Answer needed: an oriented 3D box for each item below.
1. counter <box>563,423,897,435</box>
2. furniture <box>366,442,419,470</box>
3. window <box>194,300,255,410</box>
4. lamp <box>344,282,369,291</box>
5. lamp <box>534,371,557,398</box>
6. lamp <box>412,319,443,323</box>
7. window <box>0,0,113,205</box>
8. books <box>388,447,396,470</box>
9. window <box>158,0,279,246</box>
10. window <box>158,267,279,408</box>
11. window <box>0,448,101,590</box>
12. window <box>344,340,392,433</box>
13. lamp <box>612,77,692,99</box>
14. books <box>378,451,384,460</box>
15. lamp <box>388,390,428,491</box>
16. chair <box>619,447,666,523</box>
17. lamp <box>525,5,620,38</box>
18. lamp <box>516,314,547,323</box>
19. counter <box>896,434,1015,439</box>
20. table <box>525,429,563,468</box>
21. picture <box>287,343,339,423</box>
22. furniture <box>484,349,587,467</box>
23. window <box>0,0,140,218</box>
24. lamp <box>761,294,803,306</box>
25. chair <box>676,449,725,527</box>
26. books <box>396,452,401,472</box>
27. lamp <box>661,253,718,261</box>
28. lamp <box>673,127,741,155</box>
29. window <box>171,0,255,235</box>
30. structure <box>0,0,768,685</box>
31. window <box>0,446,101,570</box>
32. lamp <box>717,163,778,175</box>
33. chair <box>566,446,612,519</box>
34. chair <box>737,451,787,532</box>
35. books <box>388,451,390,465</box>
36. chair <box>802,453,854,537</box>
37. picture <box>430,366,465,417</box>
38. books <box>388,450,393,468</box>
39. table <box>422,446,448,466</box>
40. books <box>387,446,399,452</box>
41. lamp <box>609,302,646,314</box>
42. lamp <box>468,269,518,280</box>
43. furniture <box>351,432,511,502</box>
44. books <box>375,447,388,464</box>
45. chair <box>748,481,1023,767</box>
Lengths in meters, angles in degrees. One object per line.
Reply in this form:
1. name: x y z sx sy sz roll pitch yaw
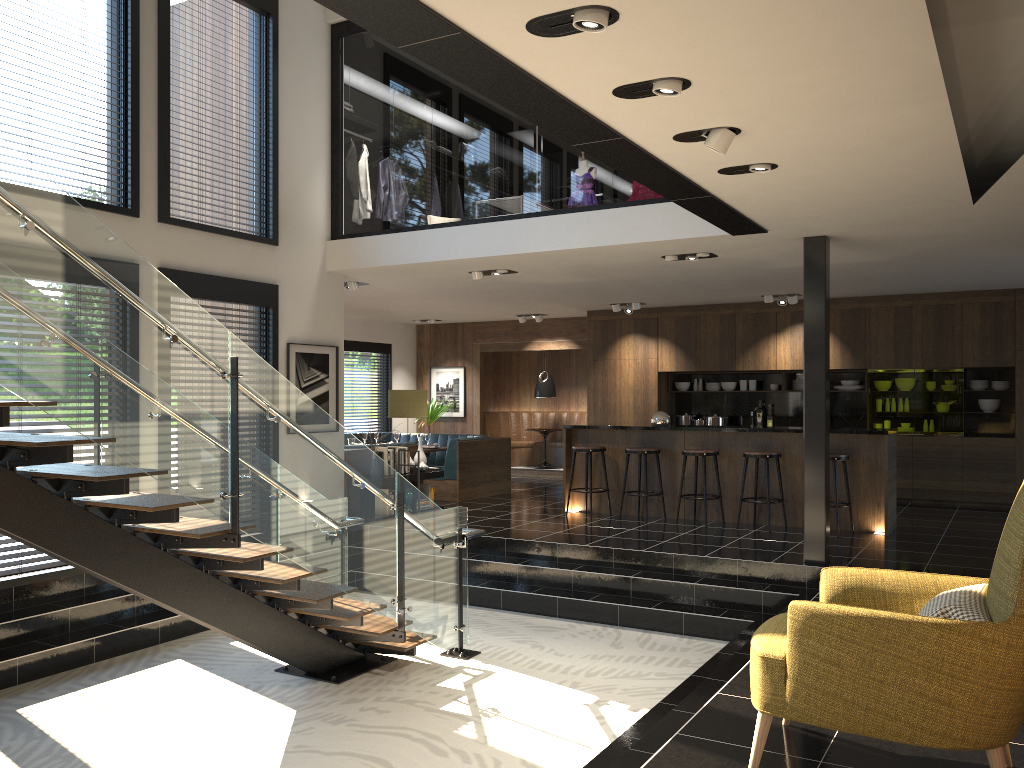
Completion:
1. counter: 2.324 0.497 9.915 3.573 0.041 0.698 0 -1 30
2. furniture: -2.591 1.113 10.842 2.609 0.822 1.365 0 -1 30
3. window: -2.847 0.257 8.239 0.005 2.297 1.221 0 0 30
4. lamp: -1.944 -1.202 10.434 0.501 0.248 0.349 0 -1 30
5. lamp: 0.575 -0.245 15.299 0.389 0.974 0.389 0 0 -17
6. lamp: -1.474 -1.151 15.441 0.501 0.213 0.349 0 -1 30
7. window: -3.633 -2.617 6.862 0.005 2.297 1.221 0 0 30
8. books: -1.380 0.864 10.002 0.169 0.298 0.032 0 0 30
9. window: -2.789 -2.599 8.197 0.358 2.475 1.393 0 0 30
10. window: -2.789 0.256 8.197 0.358 2.475 1.393 0 0 30
11. window: -3.605 0.237 6.768 0.358 2.475 1.498 0 0 30
12. window: -2.639 0.430 15.169 0.312 2.373 1.505 0 0 30
13. lamp: 0.595 -1.311 3.792 0.346 0.177 0.195 0 -1 30
14. books: -1.491 0.879 9.829 0.156 0.263 0.026 0 0 30
15. lamp: -1.213 0.786 9.577 0.637 1.445 0.437 0 0 -35
16. chair: 1.459 1.116 9.896 0.412 0.799 0.412 0 0 39
17. lamp: 0.211 -1.321 3.118 0.346 0.177 0.195 0 -1 30
18. lamp: 0.326 -1.132 14.414 0.501 0.280 0.349 0 -1 30
19. counter: 4.372 0.686 12.357 4.591 0.005 0.862 0 -1 30
20. table: 0.571 1.104 15.316 0.702 0.644 0.702 0 0 4
21. picture: -2.046 0.050 9.142 0.028 0.911 0.748 0 0 30
22. furniture: 0.798 0.296 15.721 2.638 2.335 1.174 0 0 29
23. window: -3.575 -2.617 6.820 0.358 2.475 1.393 0 0 30
24. lamp: 3.536 -1.170 11.626 0.501 0.280 0.349 0 -1 30
25. chair: 2.032 1.112 9.569 0.412 0.799 0.412 0 0 39
26. books: -1.345 0.886 10.014 0.202 0.255 0.025 0 0 30
27. lamp: 1.675 -1.258 8.367 0.501 0.194 0.349 0 -1 30
28. lamp: 0.980 -1.267 4.465 0.346 0.247 0.195 0 0 30
29. window: -2.847 -2.598 8.239 0.005 2.297 1.221 0 0 30
30. structure: -1.023 -0.042 4.600 3.447 4.868 7.280 0 -1 29
31. window: -3.662 0.237 6.810 0.005 2.297 1.313 0 0 30
32. lamp: 1.365 -1.303 5.139 0.346 0.158 0.195 0 -1 30
33. chair: 0.885 1.121 10.224 0.412 0.799 0.412 0 0 39
34. chair: 2.605 1.107 9.242 0.412 0.799 0.412 0 0 39
35. books: -1.439 0.880 9.872 0.173 0.262 0.030 0 0 30
36. chair: 3.178 1.103 8.914 0.412 0.799 0.412 0 0 39
37. picture: -1.167 0.143 15.988 0.748 0.911 0.028 0 0 30
38. books: -1.405 0.874 9.916 0.160 0.276 0.030 0 0 30
39. table: -1.626 1.217 12.469 1.538 0.661 0.822 0 -1 30
40. books: -1.347 0.861 10.048 0.155 0.306 0.032 0 0 30
41. lamp: 1.661 -1.148 12.696 0.501 0.294 0.349 0 -1 30
42. lamp: -0.199 -1.225 9.437 0.501 0.231 0.349 0 -1 30
43. furniture: -1.483 1.139 12.701 2.609 0.822 1.365 0 -1 30
44. books: -1.446 0.855 9.839 0.160 0.312 0.035 0 0 30
45. chair: 1.404 0.872 3.216 1.030 1.097 0.807 0 0 29
